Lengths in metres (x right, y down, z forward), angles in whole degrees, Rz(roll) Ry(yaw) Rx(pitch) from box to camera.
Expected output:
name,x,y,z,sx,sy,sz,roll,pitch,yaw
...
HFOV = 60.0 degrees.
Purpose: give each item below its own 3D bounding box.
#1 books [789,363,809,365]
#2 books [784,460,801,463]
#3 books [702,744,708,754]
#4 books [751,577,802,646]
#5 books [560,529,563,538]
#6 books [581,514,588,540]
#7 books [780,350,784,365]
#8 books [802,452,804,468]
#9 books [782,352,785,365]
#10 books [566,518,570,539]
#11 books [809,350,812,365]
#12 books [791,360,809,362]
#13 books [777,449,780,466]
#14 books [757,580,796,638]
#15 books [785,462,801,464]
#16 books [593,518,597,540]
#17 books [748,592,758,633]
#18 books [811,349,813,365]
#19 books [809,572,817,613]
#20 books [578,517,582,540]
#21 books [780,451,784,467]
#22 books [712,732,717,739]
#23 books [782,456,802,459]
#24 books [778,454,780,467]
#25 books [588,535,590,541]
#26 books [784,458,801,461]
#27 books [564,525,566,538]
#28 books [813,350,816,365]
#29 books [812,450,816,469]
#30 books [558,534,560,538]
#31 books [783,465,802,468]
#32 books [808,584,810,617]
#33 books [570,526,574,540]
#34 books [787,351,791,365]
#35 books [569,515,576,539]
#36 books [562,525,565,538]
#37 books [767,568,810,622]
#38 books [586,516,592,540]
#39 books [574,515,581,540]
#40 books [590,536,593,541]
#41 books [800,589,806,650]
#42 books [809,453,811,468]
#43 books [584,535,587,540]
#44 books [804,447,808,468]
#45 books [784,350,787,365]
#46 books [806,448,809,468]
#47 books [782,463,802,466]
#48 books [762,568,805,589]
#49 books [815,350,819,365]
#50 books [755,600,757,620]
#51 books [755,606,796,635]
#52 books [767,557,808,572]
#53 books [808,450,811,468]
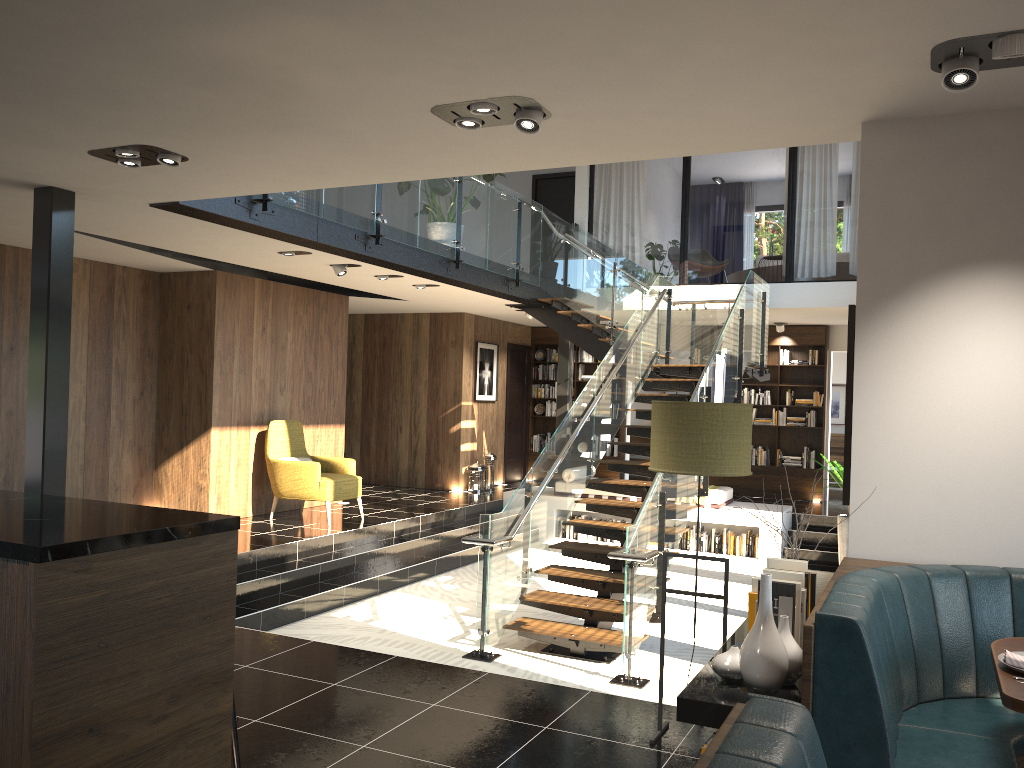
name,x,y,z,sx,sy,sz,roll,pitch,yaw
books,4.452,-0.304,13.720,0.285,0.025,0.176,1,-1,26
books,4.339,1.191,13.707,0.263,0.024,0.167,1,-1,20
books,0.737,1.319,2.908,0.231,0.232,0.037,2,0,25
books,0.971,0.871,3.274,0.177,0.294,0.025,2,0,25
books,0.703,2.004,12.291,0.027,0.241,0.150,2,0,25
books,0.998,1.963,12.161,0.051,0.338,0.187,2,0,25
books,4.215,-0.413,13.836,0.030,0.231,0.177,2,0,25
books,4.483,1.165,13.629,0.026,0.247,0.149,2,0,25
books,4.237,-0.392,13.812,0.030,0.189,0.152,2,0,25
books,0.801,1.990,12.239,0.035,0.273,0.200,2,0,25
books,4.603,-0.404,13.646,0.030,0.231,0.176,2,0,25
books,4.461,-0.351,13.734,0.246,0.021,0.148,1,-1,25
books,4.150,1.148,13.805,0.024,0.264,0.174,2,0,25
books,0.943,0.862,3.174,0.131,0.307,0.022,2,0,25
books,4.344,1.216,13.719,0.250,0.026,0.148,1,-1,22
books,1.135,1.988,12.143,0.020,0.295,0.102,2,0,25
books,0.947,0.892,3.256,0.162,0.250,0.028,2,0,25
books,4.629,-0.407,13.638,0.023,0.238,0.178,2,0,25
books,1.160,0.898,3.630,0.156,0.263,0.026,2,0,25
books,0.954,1.976,12.159,0.028,0.309,0.211,2,0,25
books,4.186,1.162,13.764,0.026,0.238,0.159,2,0,25
books,0.741,1.304,2.941,0.156,0.263,0.026,2,0,25
books,4.339,1.138,13.704,0.288,0.030,0.175,1,-1,29
books,4.166,1.181,13.782,0.025,0.199,0.149,2,0,25
books,1.077,2.014,12.130,0.029,0.240,0.165,2,0,25
books,4.345,1.167,13.717,0.251,0.026,0.148,1,-1,21
books,0.769,1.998,12.294,0.030,0.256,0.145,2,0,25
books,4.639,-0.402,13.589,0.036,0.228,0.198,2,0,25
books,4.616,1.154,13.561,0.025,0.274,0.204,2,0,25
books,0.679,2.009,12.299,0.024,0.229,0.171,2,0,25
books,4.341,1.272,13.716,0.273,0.025,0.156,1,-1,23
books,1.117,0.890,3.551,0.150,0.274,0.025,2,0,25
books,0.850,2.001,12.205,0.027,0.254,0.204,2,0,25
books,4.303,-0.402,13.777,0.026,0.213,0.195,2,0,25
books,0.842,1.971,12.250,0.029,0.314,0.163,2,0,25
books,0.740,2.020,12.304,0.029,0.211,0.130,2,0,25
books,1.064,0.875,3.450,0.169,0.298,0.032,2,0,25
books,1.057,1.977,12.143,0.021,0.313,0.139,2,0,25
books,0.904,1.968,12.185,0.030,0.322,0.203,2,0,25
books,1.106,1.999,12.131,0.021,0.270,0.148,2,0,25
books,1.005,0.893,3.353,0.194,0.255,0.034,2,0,25
books,4.581,1.174,13.595,0.022,0.234,0.178,2,0,25
books,1.032,1.991,12.144,0.025,0.282,0.149,2,0,25
books,4.510,1.126,13.619,0.030,0.326,0.195,2,0,25
books,4.266,-0.413,13.812,0.021,0.233,0.148,2,0,25
books,4.536,1.134,13.609,0.027,0.311,0.149,2,0,25
books,4.338,1.244,13.709,0.286,0.030,0.176,1,-1,24
books,1.035,0.870,3.401,0.155,0.306,0.032,2,0,25
books,4.675,-0.400,13.592,0.028,0.226,0.165,2,0,25
books,0.942,0.903,3.200,0.129,0.227,0.026,2,0,25
books,0.954,0.906,3.223,0.145,0.221,0.026,2,0,25
books,1.117,0.872,3.618,0.160,0.312,0.035,2,0,25
books,4.562,1.156,13.607,0.023,0.267,0.147,2,0,25
